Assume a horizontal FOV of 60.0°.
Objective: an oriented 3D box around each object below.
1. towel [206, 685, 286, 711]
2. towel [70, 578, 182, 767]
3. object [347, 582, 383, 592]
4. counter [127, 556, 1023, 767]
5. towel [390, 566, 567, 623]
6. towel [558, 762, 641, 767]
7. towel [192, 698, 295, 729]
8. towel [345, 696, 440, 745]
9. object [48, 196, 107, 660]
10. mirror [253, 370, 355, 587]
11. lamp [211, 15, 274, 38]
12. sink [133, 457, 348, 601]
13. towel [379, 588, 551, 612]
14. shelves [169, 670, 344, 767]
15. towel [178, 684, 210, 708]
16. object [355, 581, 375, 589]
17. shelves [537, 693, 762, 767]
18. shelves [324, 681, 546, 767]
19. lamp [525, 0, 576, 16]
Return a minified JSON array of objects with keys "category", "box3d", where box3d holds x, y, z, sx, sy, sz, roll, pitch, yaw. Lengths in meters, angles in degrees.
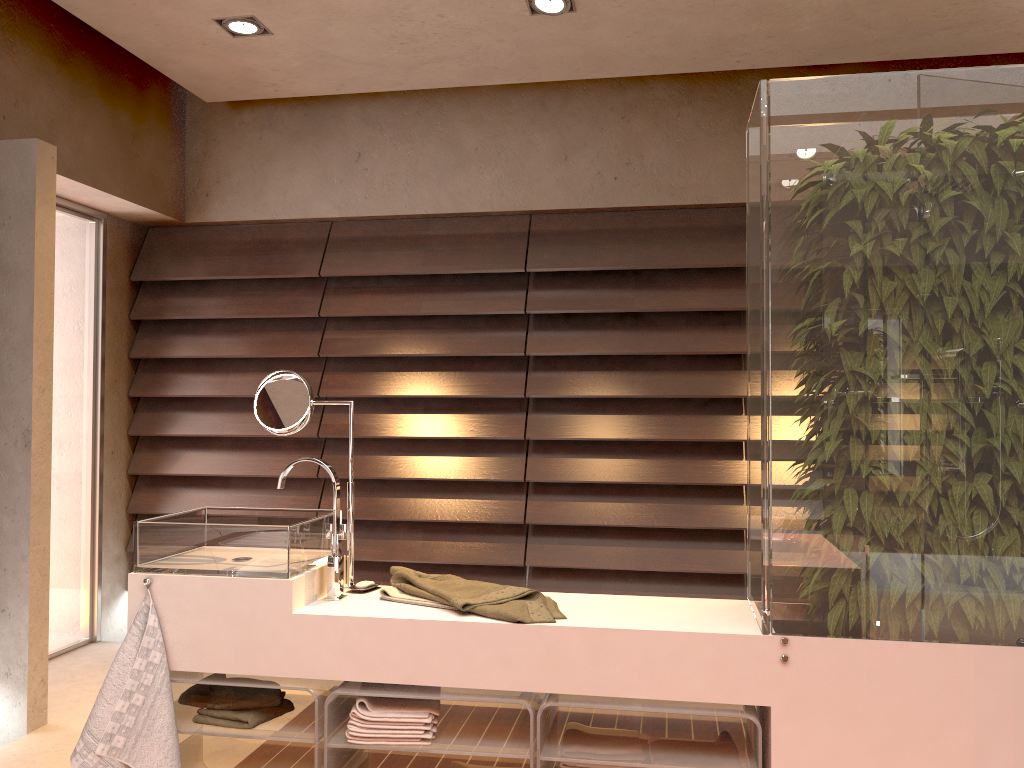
[{"category":"towel","box3d":[-0.688,0.807,2.294,0.192,0.062,0.192,0,-1,-11]},{"category":"towel","box3d":[-0.900,0.767,2.100,0.252,0.598,0.121,0,-1,-6]},{"category":"object","box3d":[-0.391,0.542,2.359,0.065,0.011,0.108,0,-2,23]},{"category":"counter","box3d":[0.536,0.808,2.071,2.931,0.686,0.350,0,-1,10]},{"category":"towel","box3d":[-0.085,0.516,2.223,0.258,0.057,0.571,1,-2,-39]},{"category":"towel","box3d":[0.232,0.910,2.188,0.220,0.098,0.221,0,-1,9]},{"category":"towel","box3d":[-0.676,0.819,2.245,0.206,0.034,0.198,0,-2,19]},{"category":"towel","box3d":[-0.281,0.785,2.146,0.221,0.098,0.220,0,-1,-1]},{"category":"object","box3d":[-2.043,0.183,3.667,0.090,2.000,1.007,0,-1,10]},{"category":"mirror","box3d":[-0.575,0.255,2.461,0.316,0.589,0.074,0,-2,12]},{"category":"lamp","box3d":[-0.996,-1.345,3.286,0.165,0.051,0.170,0,-1,10]},{"category":"sink","box3d":[-0.659,0.366,2.294,0.486,0.357,0.340,0,-1,10]},{"category":"towel","box3d":[-0.121,0.531,2.226,0.394,0.027,0.202,-1,-2,30]},{"category":"shelves","box3d":[-0.662,0.935,2.291,0.487,0.436,0.368,0,-1,10]},{"category":"towel","box3d":[-0.764,0.819,2.367,0.180,0.040,0.196,0,-2,24]},{"category":"object","box3d":[-0.392,0.535,2.359,0.035,0.016,0.066,0,-2,22]},{"category":"shelves","box3d":[0.326,0.934,2.115,0.487,0.436,0.368,0,-1,10]},{"category":"shelves","box3d":[-0.172,0.934,2.172,0.487,0.436,0.368,0,-1,8]},{"category":"lamp","box3d":[0.133,-1.340,3.085,0.165,0.068,0.170,0,-1,10]}]
